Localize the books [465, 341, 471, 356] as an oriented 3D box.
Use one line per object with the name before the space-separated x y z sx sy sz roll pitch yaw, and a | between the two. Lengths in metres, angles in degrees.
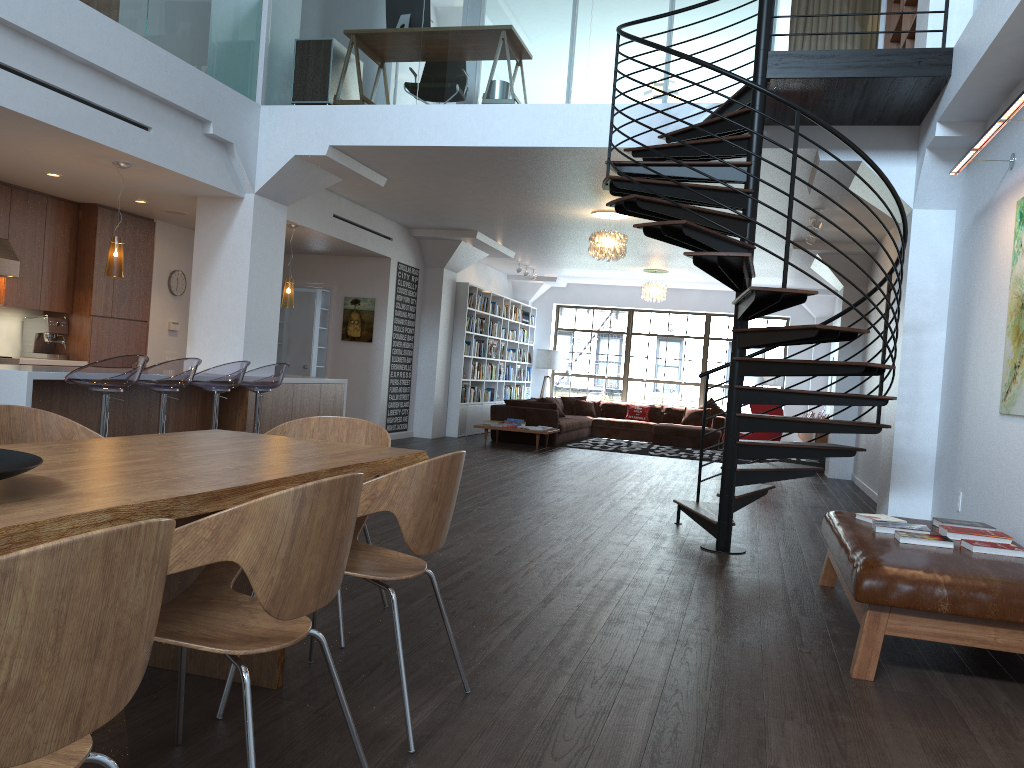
books | -0.733 -0.568 14.189 0.140 0.231 0.042 5 1 15

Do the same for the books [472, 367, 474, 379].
books | -0.701 -0.184 14.428 0.144 0.207 0.048 5 1 15

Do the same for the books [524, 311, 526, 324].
books | 0.174 -1.310 17.406 0.183 0.253 0.042 5 1 15

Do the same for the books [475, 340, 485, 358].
books | -0.544 -0.594 14.924 0.176 0.294 0.102 5 1 15

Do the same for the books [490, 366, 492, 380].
books | -0.447 -0.195 15.411 0.174 0.240 0.045 5 1 15

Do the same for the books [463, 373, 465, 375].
books | -0.852 -0.170 14.028 0.174 0.032 0.254 4 1 10

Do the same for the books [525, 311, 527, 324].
books | 0.190 -1.309 17.447 0.183 0.253 0.042 5 1 15

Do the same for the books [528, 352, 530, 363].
books | 0.259 -0.543 17.975 0.182 0.226 0.173 5 1 15

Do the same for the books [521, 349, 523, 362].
books | 0.115 -0.564 17.396 0.180 0.259 0.042 5 1 15

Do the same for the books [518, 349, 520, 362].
books | 0.056 -0.555 17.137 0.174 0.240 0.054 5 1 15

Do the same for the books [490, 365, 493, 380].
books | -0.426 -0.201 15.446 0.183 0.253 0.034 5 1 15

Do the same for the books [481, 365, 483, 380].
books | -0.591 -0.199 14.903 0.174 0.240 0.045 5 1 15

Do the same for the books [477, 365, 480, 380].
books | -0.631 -0.203 14.720 0.171 0.246 0.057 5 1 15

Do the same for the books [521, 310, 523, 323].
books | 0.122 -1.311 17.239 0.183 0.253 0.042 5 1 15

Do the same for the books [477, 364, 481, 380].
books | -0.611 -0.206 14.800 0.183 0.253 0.034 5 1 15

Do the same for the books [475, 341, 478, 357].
books | -0.649 -0.577 14.546 0.159 0.250 0.026 5 1 15

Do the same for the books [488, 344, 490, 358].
books | -0.470 -0.568 15.187 0.174 0.240 0.054 5 1 15

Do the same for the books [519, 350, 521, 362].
books | 0.080 -0.546 17.209 0.161 0.223 0.032 5 1 15

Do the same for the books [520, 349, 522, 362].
books | 0.099 -0.558 17.318 0.171 0.246 0.039 5 1 15

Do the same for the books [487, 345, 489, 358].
books | -0.483 -0.560 15.146 0.161 0.223 0.032 5 1 15

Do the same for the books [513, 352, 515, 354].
books | -0.015 -0.519 16.817 0.120 0.167 0.020 5 1 15

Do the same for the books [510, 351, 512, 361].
books | -0.085 -0.534 16.584 0.139 0.191 0.036 5 1 15

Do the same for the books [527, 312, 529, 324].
books | 0.233 -1.308 17.616 0.183 0.253 0.042 5 1 15

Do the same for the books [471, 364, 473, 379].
books | -0.737 -0.206 14.338 0.189 0.247 0.057 5 1 15

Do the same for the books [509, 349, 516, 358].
books | 0.000 -0.552 16.902 0.140 0.231 0.042 5 1 15

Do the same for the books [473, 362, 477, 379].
books | -0.668 -0.226 14.599 0.176 0.290 0.053 5 1 15

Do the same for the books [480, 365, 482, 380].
books | -0.599 -0.205 14.831 0.183 0.253 0.034 5 1 15

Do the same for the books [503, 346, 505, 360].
books | -0.227 -0.565 16.110 0.171 0.246 0.036 5 1 15

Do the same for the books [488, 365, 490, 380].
books | -0.482 -0.202 15.259 0.183 0.253 0.034 5 1 15

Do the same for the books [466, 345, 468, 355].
books | -0.765 -0.539 14.052 0.109 0.171 0.018 5 1 15

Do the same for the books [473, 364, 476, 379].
books | -0.689 -0.204 14.518 0.171 0.246 0.057 5 1 15

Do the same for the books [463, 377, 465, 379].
books | -0.853 -0.103 14.033 0.197 0.035 0.284 4 1 5

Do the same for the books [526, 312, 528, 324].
books | 0.212 -1.309 17.531 0.183 0.253 0.042 5 1 15

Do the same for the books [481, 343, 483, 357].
books | -0.575 -0.570 14.791 0.174 0.239 0.045 5 1 15

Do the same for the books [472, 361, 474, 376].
books | -0.704 -0.229 14.382 0.140 0.298 0.044 5 1 15

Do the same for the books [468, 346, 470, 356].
books | -0.735 -0.533 14.128 0.106 0.162 0.032 5 1 15

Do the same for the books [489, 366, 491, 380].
books | -0.461 -0.198 15.335 0.171 0.246 0.057 5 1 15

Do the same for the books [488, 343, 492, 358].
books | -0.450 -0.575 15.298 0.183 0.253 0.042 5 1 15

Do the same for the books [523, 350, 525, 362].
books | 0.165 -0.551 17.565 0.174 0.236 0.142 5 1 15

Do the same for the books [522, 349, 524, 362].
books | 0.143 -0.560 17.478 0.183 0.253 0.042 5 1 15

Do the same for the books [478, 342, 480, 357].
books | -0.633 -0.579 14.667 0.182 0.253 0.034 5 1 15

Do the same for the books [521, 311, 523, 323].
books | 0.126 -1.295 17.161 0.161 0.223 0.032 5 1 15

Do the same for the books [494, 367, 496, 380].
books | -0.382 -0.194 15.661 0.174 0.240 0.045 5 1 15

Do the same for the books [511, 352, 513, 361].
books | -0.058 -0.526 16.675 0.128 0.178 0.022 5 1 15

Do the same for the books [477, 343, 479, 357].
books | -0.635 -0.563 14.569 0.161 0.223 0.027 5 1 15

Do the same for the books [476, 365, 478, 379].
books | -0.666 -0.201 14.676 0.174 0.240 0.045 5 1 15

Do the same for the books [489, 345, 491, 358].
books | -0.447 -0.559 15.259 0.161 0.223 0.032 5 1 15

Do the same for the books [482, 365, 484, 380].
books | -0.563 -0.205 14.962 0.183 0.253 0.034 5 1 15

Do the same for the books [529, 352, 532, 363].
books | 0.295 -0.537 18.021 0.182 0.215 0.188 5 1 15

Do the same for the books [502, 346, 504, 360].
books | -0.249 -0.567 16.045 0.183 0.253 0.039 5 1 15

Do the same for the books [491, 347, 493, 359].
books | -0.410 -0.549 15.412 0.161 0.207 0.135 5 1 15

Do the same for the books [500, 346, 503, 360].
books | -0.266 -0.569 15.941 0.174 0.251 0.051 5 1 15

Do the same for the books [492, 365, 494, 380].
books | -0.411 -0.204 15.528 0.180 0.259 0.060 5 1 15

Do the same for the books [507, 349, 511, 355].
books | -0.099 -0.542 16.546 0.140 0.206 0.042 5 1 15

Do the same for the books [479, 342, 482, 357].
books | -0.602 -0.577 14.694 0.182 0.253 0.034 5 1 15

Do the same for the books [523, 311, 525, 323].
books | 0.151 -1.310 17.322 0.183 0.253 0.042 5 1 15

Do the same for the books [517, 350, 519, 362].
books | 0.044 -0.547 17.096 0.161 0.223 0.032 5 1 15

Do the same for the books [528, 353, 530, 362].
books | 0.263 -0.535 17.936 0.167 0.210 0.162 5 1 15
